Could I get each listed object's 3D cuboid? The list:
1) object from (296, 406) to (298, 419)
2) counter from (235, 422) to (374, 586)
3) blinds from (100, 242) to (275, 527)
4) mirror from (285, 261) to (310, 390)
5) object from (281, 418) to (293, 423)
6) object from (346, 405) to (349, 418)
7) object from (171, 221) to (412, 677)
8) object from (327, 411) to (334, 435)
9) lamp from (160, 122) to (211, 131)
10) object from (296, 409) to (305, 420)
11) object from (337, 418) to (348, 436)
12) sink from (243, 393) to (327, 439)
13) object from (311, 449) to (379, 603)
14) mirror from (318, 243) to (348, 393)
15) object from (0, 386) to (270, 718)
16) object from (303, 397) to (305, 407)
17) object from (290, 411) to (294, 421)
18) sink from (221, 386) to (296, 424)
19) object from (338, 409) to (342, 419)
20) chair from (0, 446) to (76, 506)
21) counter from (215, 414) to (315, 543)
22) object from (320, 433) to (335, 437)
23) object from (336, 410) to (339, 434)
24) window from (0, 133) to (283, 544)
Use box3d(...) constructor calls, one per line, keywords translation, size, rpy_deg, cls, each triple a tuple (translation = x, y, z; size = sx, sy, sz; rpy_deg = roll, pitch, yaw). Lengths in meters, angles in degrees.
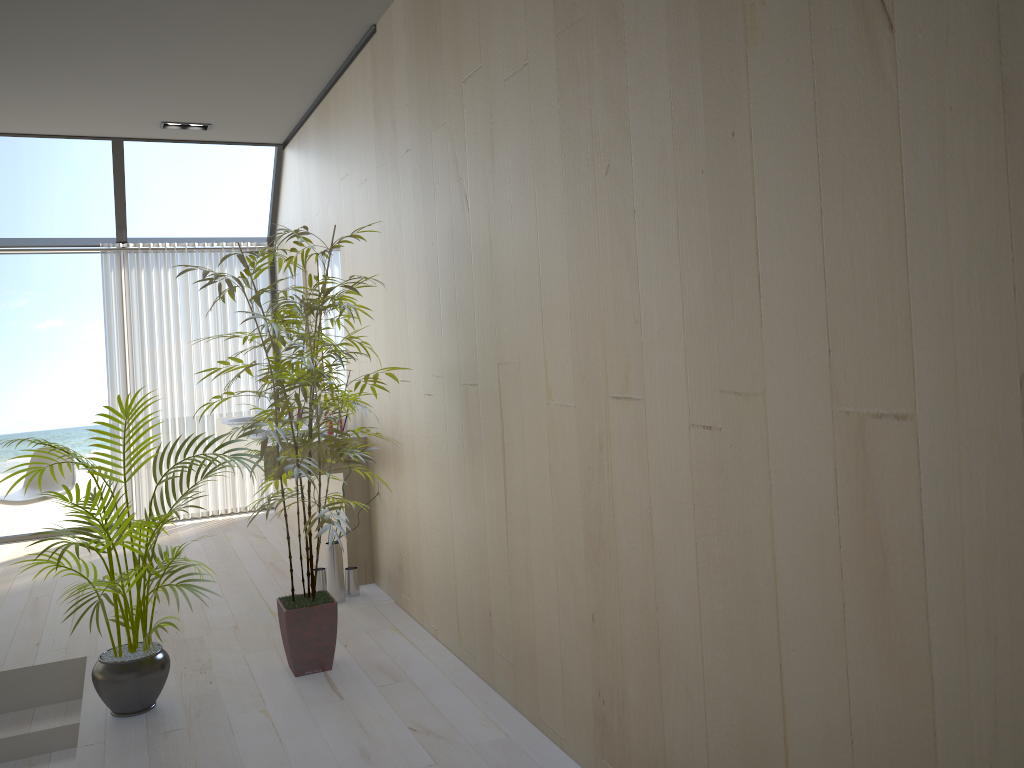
box3d(translation=(-1.456, 0.179, 6.036), size=(0.039, 0.135, 0.039), rpy_deg=(-3, 0, 25), cls="object")
box3d(translation=(-1.225, 0.675, 5.114), size=(0.551, 0.790, 1.205), rpy_deg=(-3, 2, -24), cls="counter")
box3d(translation=(-2.407, -0.032, 6.684), size=(1.184, 2.071, 0.084), rpy_deg=(-3, 0, -24), cls="blinds")
box3d(translation=(-1.512, -0.405, 6.247), size=(0.023, 0.868, 0.653), rpy_deg=(-3, 1, -24), cls="mirror")
box3d(translation=(-1.490, 0.240, 5.845), size=(0.104, 0.029, 0.033), rpy_deg=(-2, 2, 16), cls="object")
box3d(translation=(-0.897, 0.191, 4.760), size=(0.054, 0.175, 0.012), rpy_deg=(-3, 0, 1), cls="object")
box3d(translation=(-0.777, 0.243, 3.499), size=(0.787, 1.757, 0.935), rpy_deg=(-3, 0, 1), cls="object")
box3d(translation=(-0.990, 0.217, 4.822), size=(0.039, 0.135, 0.039), rpy_deg=(-3, 0, 18), cls="object")
box3d(translation=(-2.139, -1.738, 5.794), size=(0.301, 0.112, 0.164), rpy_deg=(-4, 2, -24), cls="lamp")
box3d(translation=(-1.399, 0.202, 5.862), size=(0.058, 0.100, 0.058), rpy_deg=(-3, 0, -17), cls="object")
box3d(translation=(-0.910, 0.233, 4.760), size=(0.058, 0.100, 0.058), rpy_deg=(-3, 0, -14), cls="object")
box3d(translation=(-1.277, 0.265, 5.067), size=(0.504, 0.419, 0.573), rpy_deg=(-4, 2, -20), cls="sink")
box3d(translation=(-0.820, 0.702, 4.487), size=(0.407, 0.749, 0.273), rpy_deg=(-3, 0, -36), cls="object")
box3d(translation=(-1.067, -0.380, 5.311), size=(0.023, 0.868, 0.653), rpy_deg=(-3, 1, -24), cls="mirror")
box3d(translation=(-1.428, 0.583, 3.155), size=(0.915, 1.157, 0.751), rpy_deg=(-3, 1, 10), cls="object")
box3d(translation=(-1.386, 0.160, 5.862), size=(0.054, 0.175, 0.012), rpy_deg=(-3, 0, 1), cls="object")
box3d(translation=(-1.479, 0.186, 5.924), size=(0.039, 0.135, 0.039), rpy_deg=(-3, 0, 25), cls="object")
box3d(translation=(-1.766, 0.234, 6.169), size=(0.504, 0.419, 0.573), rpy_deg=(-4, 2, -20), cls="sink")
box3d(translation=(-0.920, 0.193, 4.732), size=(0.012, 0.178, 0.050), rpy_deg=(-3, 0, 15), cls="object")
box3d(translation=(-3.180, 0.617, 5.938), size=(0.369, 0.347, 0.455), rpy_deg=(-3, 2, 5), cls="chair")
box3d(translation=(-1.714, 0.644, 6.216), size=(0.551, 0.790, 1.205), rpy_deg=(-3, 2, -24), cls="counter")
box3d(translation=(-1.001, 0.271, 4.742), size=(0.104, 0.029, 0.033), rpy_deg=(-2, 2, 16), cls="object")
box3d(translation=(-0.967, 0.210, 4.934), size=(0.039, 0.135, 0.039), rpy_deg=(-3, 0, 18), cls="object")
box3d(translation=(-3.824, -0.254, 5.853), size=(4.566, 2.814, 0.744), rpy_deg=(-4, 0, -24), cls="window")
